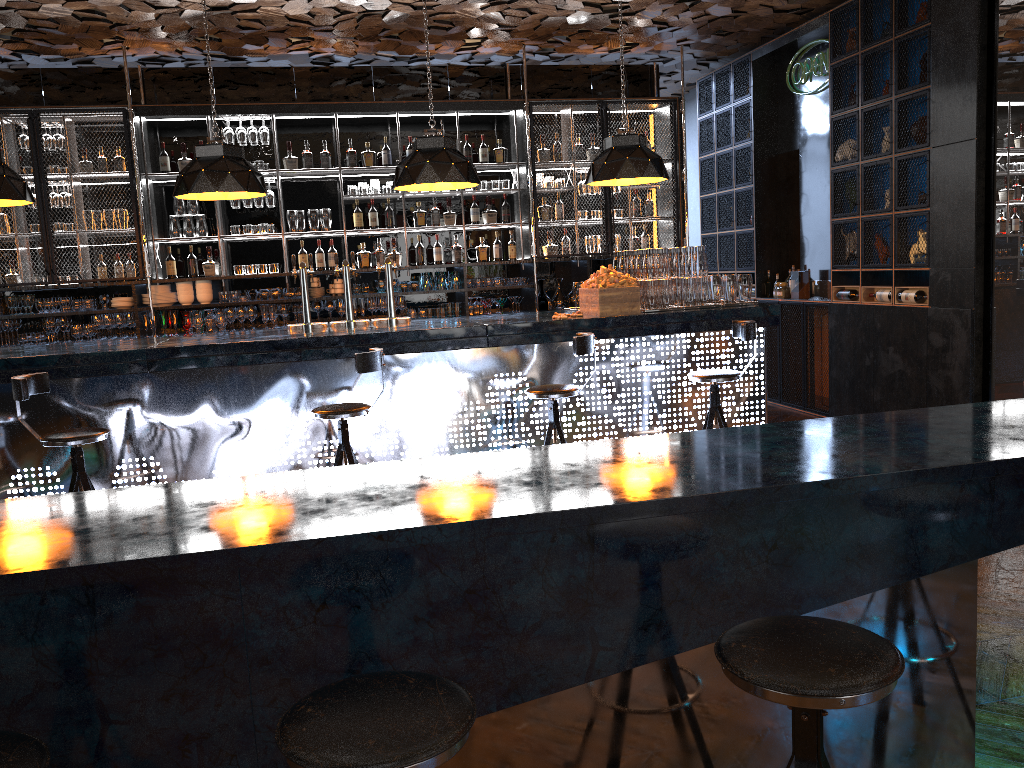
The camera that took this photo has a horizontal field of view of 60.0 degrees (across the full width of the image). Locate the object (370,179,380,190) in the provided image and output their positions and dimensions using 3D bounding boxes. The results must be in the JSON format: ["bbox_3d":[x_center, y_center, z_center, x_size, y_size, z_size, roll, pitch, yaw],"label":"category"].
[{"bbox_3d":[-1.304,-1.890,8.416,0.089,0.092,0.089,-5,8,-16],"label":"object"}]

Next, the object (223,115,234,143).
[{"bbox_3d":[-2.570,-2.309,8.020,0.092,0.244,0.092,3,10,38],"label":"object"}]

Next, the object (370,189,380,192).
[{"bbox_3d":[-1.302,-1.864,8.420,0.089,0.092,0.089,-6,8,-23],"label":"object"}]

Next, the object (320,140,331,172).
[{"bbox_3d":[-1.749,-2.140,8.319,0.083,0.282,0.083,-3,7,3],"label":"object"}]

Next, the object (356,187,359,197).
[{"bbox_3d":[-1.518,-1.842,8.510,0.089,0.092,0.089,-9,10,-40],"label":"object"}]

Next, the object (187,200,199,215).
[{"bbox_3d":[-2.921,-1.654,8.113,0.105,0.209,0.105,2,9,33],"label":"object"}]

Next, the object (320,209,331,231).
[{"bbox_3d":[-1.750,-1.537,8.330,0.105,0.209,0.105,2,9,32],"label":"object"}]

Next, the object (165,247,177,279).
[{"bbox_3d":[-3.131,-1.110,8.137,0.086,0.299,0.086,2,9,36],"label":"object"}]

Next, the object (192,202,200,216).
[{"bbox_3d":[-2.945,-1.664,8.200,0.105,0.209,0.105,2,9,33],"label":"object"}]

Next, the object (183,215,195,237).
[{"bbox_3d":[-2.962,-1.442,8.121,0.105,0.209,0.105,2,9,33],"label":"object"}]

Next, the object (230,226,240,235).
[{"bbox_3d":[-2.565,-1.419,8.226,0.089,0.092,0.089,-8,9,-34],"label":"object"}]

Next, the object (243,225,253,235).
[{"bbox_3d":[-2.443,-1.423,8.207,0.089,0.092,0.089,-8,9,-34],"label":"object"}]

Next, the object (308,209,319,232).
[{"bbox_3d":[-1.861,-1.530,8.330,0.105,0.209,0.105,2,9,32],"label":"object"}]

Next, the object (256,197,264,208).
[{"bbox_3d":[-2.371,-1.778,8.299,0.092,0.244,0.092,3,10,38],"label":"object"}]

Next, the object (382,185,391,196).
[{"bbox_3d":[-1.207,-1.865,8.554,0.089,0.092,0.089,-6,8,-23],"label":"object"}]

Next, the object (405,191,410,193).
[{"bbox_3d":[-0.999,-1.886,8.623,0.089,0.092,0.089,1,9,29],"label":"object"}]

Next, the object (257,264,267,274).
[{"bbox_3d":[-2.344,-1.076,8.336,0.089,0.092,0.089,-3,7,-1],"label":"object"}]

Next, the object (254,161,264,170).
[{"bbox_3d":[-2.316,-1.995,8.132,0.089,0.092,0.089,-10,10,-44],"label":"object"}]

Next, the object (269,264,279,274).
[{"bbox_3d":[-2.227,-1.077,8.297,0.089,0.092,0.089,-3,7,-1],"label":"object"}]

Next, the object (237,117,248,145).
[{"bbox_3d":[-2.498,-2.337,8.203,0.092,0.244,0.092,3,10,38],"label":"object"}]

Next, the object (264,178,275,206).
[{"bbox_3d":[-2.234,-1.767,8.160,0.092,0.244,0.092,3,10,38],"label":"object"}]

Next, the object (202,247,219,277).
[{"bbox_3d":[-2.787,-1.127,8.192,0.123,0.279,0.123,-3,7,1],"label":"object"}]

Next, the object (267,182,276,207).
[{"bbox_3d":[-2.269,-1.786,8.320,0.092,0.244,0.092,3,10,38],"label":"object"}]

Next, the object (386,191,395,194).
[{"bbox_3d":[-1.154,-1.851,8.424,0.089,0.092,0.089,-1,8,13],"label":"object"}]

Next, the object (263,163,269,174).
[{"bbox_3d":[-2.326,-2.018,8.317,0.089,0.092,0.089,-10,10,-44],"label":"object"}]

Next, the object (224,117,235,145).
[{"bbox_3d":[-2.605,-2.328,8.180,0.092,0.244,0.092,3,10,38],"label":"object"}]

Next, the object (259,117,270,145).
[{"bbox_3d":[-2.301,-2.354,8.246,0.092,0.244,0.092,3,10,38],"label":"object"}]

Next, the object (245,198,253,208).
[{"bbox_3d":[-2.467,-1.770,8.278,0.092,0.244,0.092,3,10,38],"label":"object"}]

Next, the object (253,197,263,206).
[{"bbox_3d":[-2.335,-1.759,8.139,0.092,0.244,0.092,3,10,38],"label":"object"}]

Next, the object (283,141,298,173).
[{"bbox_3d":[-2.065,-2.111,8.253,0.123,0.279,0.123,-6,8,-23],"label":"object"}]

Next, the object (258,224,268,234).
[{"bbox_3d":[-2.290,-1.428,8.178,0.089,0.092,0.089,-7,8,-28],"label":"object"}]

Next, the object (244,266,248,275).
[{"bbox_3d":[-2.490,-1.075,8.391,0.089,0.092,0.089,-9,10,-40],"label":"object"}]

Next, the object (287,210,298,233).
[{"bbox_3d":[-2.041,-1.512,8.264,0.105,0.209,0.105,2,9,32],"label":"object"}]

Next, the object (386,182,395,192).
[{"bbox_3d":[-1.155,-1.871,8.422,0.089,0.092,0.089,-6,8,-21],"label":"object"}]

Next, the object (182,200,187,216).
[{"bbox_3d":[-3.063,-1.656,8.187,0.105,0.209,0.105,2,9,33],"label":"object"}]

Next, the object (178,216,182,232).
[{"bbox_3d":[-3.114,-1.445,8.206,0.105,0.209,0.105,2,9,33],"label":"object"}]

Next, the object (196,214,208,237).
[{"bbox_3d":[-2.847,-1.450,8.133,0.105,0.209,0.105,2,9,33],"label":"object"}]

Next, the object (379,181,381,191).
[{"bbox_3d":[-1.314,-1.909,8.561,0.089,0.092,0.089,-1,8,13],"label":"object"}]

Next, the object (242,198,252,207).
[{"bbox_3d":[-2.431,-1.751,8.118,0.092,0.244,0.092,3,10,38],"label":"object"}]

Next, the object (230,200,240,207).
[{"bbox_3d":[-2.538,-1.742,8.095,0.092,0.244,0.092,3,10,38],"label":"object"}]

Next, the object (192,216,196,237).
[{"bbox_3d":[-2.993,-1.454,8.225,0.105,0.209,0.105,2,9,33],"label":"object"}]

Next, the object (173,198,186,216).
[{"bbox_3d":[-3.033,-1.643,8.079,0.105,0.209,0.105,2,9,33],"label":"object"}]

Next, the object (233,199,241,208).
[{"bbox_3d":[-2.574,-1.761,8.255,0.092,0.244,0.092,3,10,38],"label":"object"}]

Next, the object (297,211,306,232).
[{"bbox_3d":[-2.004,-1.530,8.389,0.105,0.209,0.105,2,9,32],"label":"object"}]

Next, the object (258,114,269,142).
[{"bbox_3d":[-2.265,-2.335,8.086,0.092,0.244,0.092,3,10,38],"label":"object"}]

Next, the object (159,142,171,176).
[{"bbox_3d":[-3.154,-2.042,8.047,0.086,0.298,0.086,2,9,36],"label":"object"}]

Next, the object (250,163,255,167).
[{"bbox_3d":[-2.446,-2.007,8.280,0.089,0.092,0.089,-3,7,-1],"label":"object"}]

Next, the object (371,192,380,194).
[{"bbox_3d":[-1.301,-1.842,8.423,0.089,0.092,0.089,-6,8,-23],"label":"object"}]

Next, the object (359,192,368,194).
[{"bbox_3d":[-1.405,-1.829,8.362,0.089,0.092,0.089,-9,10,-40],"label":"object"}]

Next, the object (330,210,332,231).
[{"bbox_3d":[-1.762,-1.550,8.437,0.105,0.209,0.105,2,9,32],"label":"object"}]

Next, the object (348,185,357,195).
[{"bbox_3d":[-1.504,-1.821,8.346,0.089,0.092,0.089,-1,8,13],"label":"object"}]

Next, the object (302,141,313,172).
[{"bbox_3d":[-1.911,-2.126,8.284,0.083,0.282,0.083,-7,8,-27],"label":"object"}]

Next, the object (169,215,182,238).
[{"bbox_3d":[-3.077,-1.432,8.095,0.105,0.209,0.105,2,9,33],"label":"object"}]

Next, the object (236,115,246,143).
[{"bbox_3d":[-2.462,-2.318,8.043,0.092,0.244,0.092,3,10,38],"label":"object"}]

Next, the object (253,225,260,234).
[{"bbox_3d":[-2.399,-1.442,8.330,0.089,0.092,0.089,0,8,19],"label":"object"}]

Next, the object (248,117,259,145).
[{"bbox_3d":[-2.402,-2.345,8.224,0.092,0.244,0.092,3,10,38],"label":"object"}]

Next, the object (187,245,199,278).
[{"bbox_3d":[-2.938,-1.123,8.147,0.086,0.297,0.086,0,8,21],"label":"object"}]

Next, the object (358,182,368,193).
[{"bbox_3d":[-1.406,-1.849,8.359,0.089,0.092,0.089,1,9,29],"label":"object"}]

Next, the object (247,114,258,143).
[{"bbox_3d":[-2.366,-2.326,8.064,0.092,0.244,0.092,3,10,38],"label":"object"}]

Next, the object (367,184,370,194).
[{"bbox_3d":[-1.409,-1.869,8.518,0.089,0.092,0.089,-1,8,13],"label":"object"}]
